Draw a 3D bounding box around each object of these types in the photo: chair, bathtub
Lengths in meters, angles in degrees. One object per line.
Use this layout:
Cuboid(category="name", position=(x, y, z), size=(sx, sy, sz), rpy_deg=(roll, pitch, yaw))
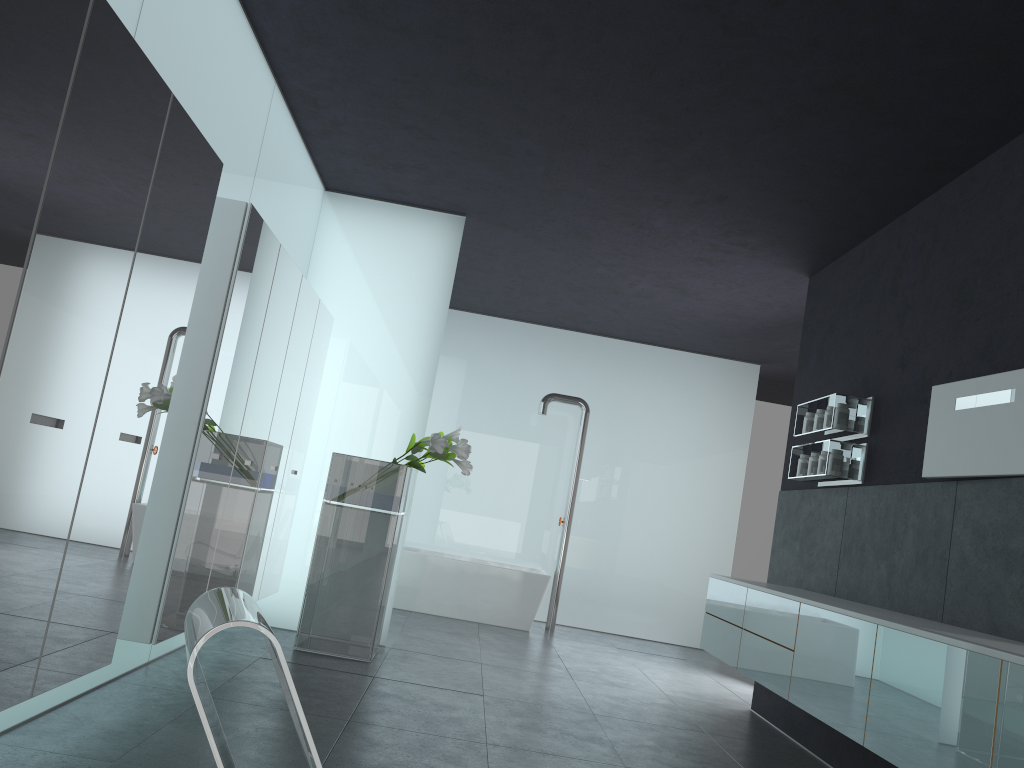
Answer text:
Cuboid(category="chair", position=(-0.391, 1.160, 2.666), size=(1.263, 0.868, 0.630), rpy_deg=(13, -8, -20))
Cuboid(category="bathtub", position=(-0.580, 2.314, 10.559), size=(1.978, 0.856, 0.963), rpy_deg=(10, -8, -1))

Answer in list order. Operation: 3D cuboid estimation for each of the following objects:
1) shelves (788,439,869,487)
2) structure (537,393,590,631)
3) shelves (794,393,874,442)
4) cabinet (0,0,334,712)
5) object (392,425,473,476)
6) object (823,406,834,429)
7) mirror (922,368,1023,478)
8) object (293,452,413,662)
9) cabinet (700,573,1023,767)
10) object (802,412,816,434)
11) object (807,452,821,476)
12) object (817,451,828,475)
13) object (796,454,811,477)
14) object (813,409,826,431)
Cuboid(category="shelves", position=(2.289, 0.579, 6.472), size=(0.265, 0.284, 0.772), rpy_deg=(10, -8, -1))
Cuboid(category="structure", position=(0.430, 1.537, 10.697), size=(0.643, 2.864, 0.123), rpy_deg=(10, -7, -2))
Cuboid(category="shelves", position=(2.346, 0.260, 6.513), size=(0.265, 0.284, 0.772), rpy_deg=(10, -8, -1))
Cuboid(category="cabinet", position=(-1.690, 0.092, 4.091), size=(0.398, 2.209, 6.020), rpy_deg=(10, -8, -1))
Cuboid(category="object", position=(-0.813, 0.615, 6.921), size=(1.025, 0.777, 0.976), rpy_deg=(11, -8, -9))
Cuboid(category="object", position=(2.299, 0.256, 6.388), size=(0.096, 0.183, 0.068), rpy_deg=(10, -7, -3))
Cuboid(category="mirror", position=(2.559, 0.030, 3.234), size=(0.109, 0.531, 3.732), rpy_deg=(10, -8, -3))
Cuboid(category="object", position=(-1.225, 1.337, 6.968), size=(0.585, 1.487, 0.576), rpy_deg=(10, -7, -1))
Cuboid(category="cabinet", position=(1.947, 1.381, 3.930), size=(0.734, 0.555, 5.598), rpy_deg=(10, -8, -1))
Cuboid(category="object", position=(2.280, 0.312, 6.787), size=(0.096, 0.183, 0.068), rpy_deg=(11, -7, -10))
Cuboid(category="object", position=(2.234, 0.602, 6.534), size=(0.096, 0.183, 0.068), rpy_deg=(9, -7, 7))
Cuboid(category="object", position=(2.243, 0.575, 6.347), size=(0.096, 0.183, 0.068), rpy_deg=(10, -7, -3))
Cuboid(category="object", position=(2.224, 0.632, 6.746), size=(0.096, 0.183, 0.068), rpy_deg=(11, -7, -10))
Cuboid(category="object", position=(2.290, 0.282, 6.575), size=(0.096, 0.183, 0.068), rpy_deg=(9, -7, 7))
